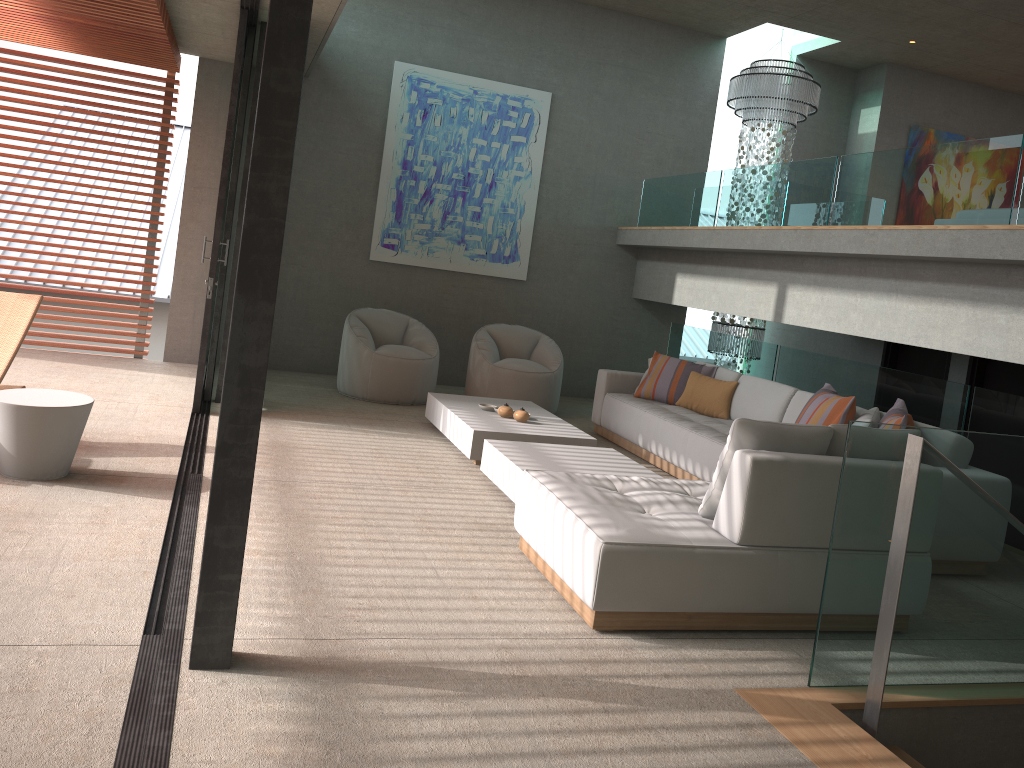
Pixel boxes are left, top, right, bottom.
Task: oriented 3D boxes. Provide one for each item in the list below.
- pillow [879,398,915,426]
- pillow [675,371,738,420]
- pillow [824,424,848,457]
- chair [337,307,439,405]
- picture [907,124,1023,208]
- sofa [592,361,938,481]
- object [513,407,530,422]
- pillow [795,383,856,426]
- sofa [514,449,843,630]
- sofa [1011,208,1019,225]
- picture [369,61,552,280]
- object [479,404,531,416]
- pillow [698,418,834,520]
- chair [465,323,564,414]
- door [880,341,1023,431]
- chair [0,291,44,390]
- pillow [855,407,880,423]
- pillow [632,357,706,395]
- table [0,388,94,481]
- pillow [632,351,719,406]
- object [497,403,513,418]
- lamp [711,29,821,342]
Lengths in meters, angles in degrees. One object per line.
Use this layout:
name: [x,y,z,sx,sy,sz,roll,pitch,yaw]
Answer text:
pillow: [2.191,0.356,5.128,0.281,0.502,0.697,10,6,24]
pillow: [1.602,0.091,7.206,0.467,0.323,0.225,12,6,34]
pillow: [1.555,0.418,3.977,0.491,0.496,0.240,6,4,-18]
chair: [-1.136,-0.274,8.257,0.920,0.784,0.928,6,6,-14]
picture: [5.449,-2.362,10.707,1.745,1.245,0.030,6,3,-18]
sofa: [1.736,0.371,6.362,1.046,0.749,3.492,6,7,-18]
object: [0.070,0.223,6.444,0.120,0.105,0.120,9,6,16]
pillow: [1.989,0.264,5.712,0.311,0.492,0.741,8,6,5]
sofa: [0.934,0.576,4.055,1.591,0.729,1.022,6,6,-18]
sofa: [4.676,-0.894,6.787,0.971,0.859,3.278,6,7,-18]
picture: [-0.523,-2.218,9.355,1.715,2.041,0.030,6,3,-18]
object: [-0.060,0.209,6.677,0.440,0.039,0.155,12,8,28]
pillow: [1.098,0.386,3.831,0.491,0.481,0.268,6,4,-18]
chair: [0.034,-0.151,8.543,0.923,0.784,0.925,8,5,6]
door: [0.311,0.514,1.134,5.824,4.453,15.288,13,9,44]
chair: [-3.151,-0.013,4.170,0.700,0.822,2.311,8,7,-4]
pillow: [2.108,0.346,5.416,0.240,0.403,0.594,10,6,24]
pillow: [1.381,-0.008,7.694,0.620,0.418,0.312,10,5,18]
table: [-2.419,0.261,4.521,0.473,0.391,0.479,4,7,-37]
pillow: [1.389,-0.023,7.495,0.659,0.440,0.340,11,5,25]
object: [-0.047,0.194,6.543,0.119,0.105,0.120,6,6,-14]
lamp: [2.789,-2.061,10.055,0.996,3.923,1.008,5,4,-38]
